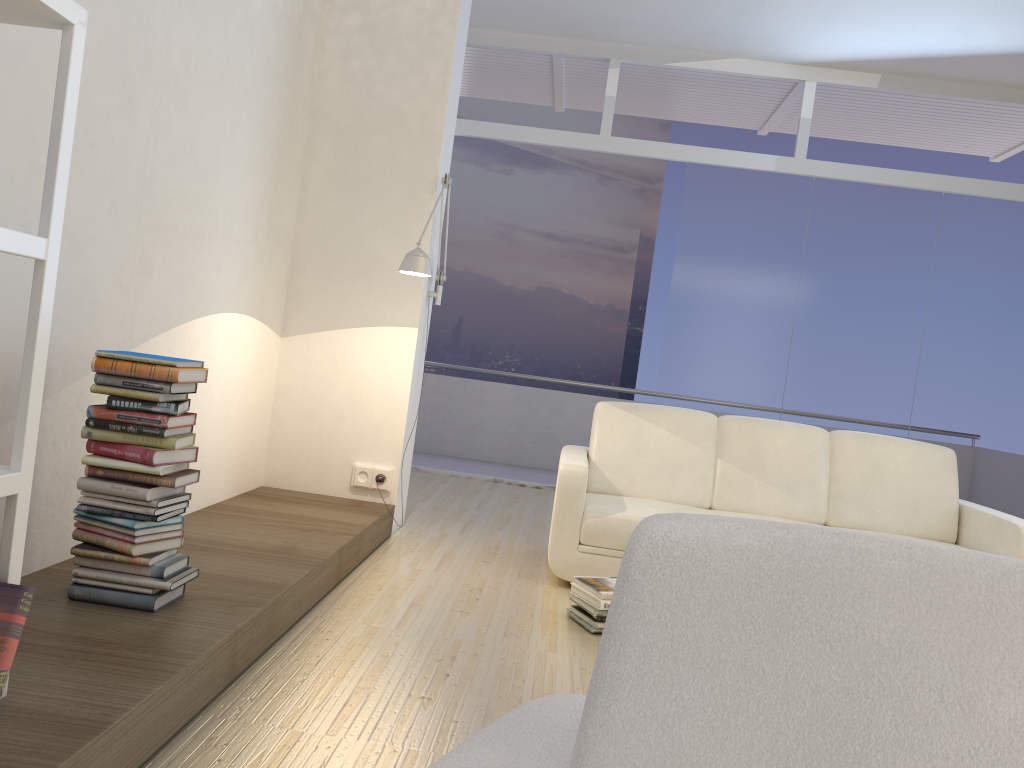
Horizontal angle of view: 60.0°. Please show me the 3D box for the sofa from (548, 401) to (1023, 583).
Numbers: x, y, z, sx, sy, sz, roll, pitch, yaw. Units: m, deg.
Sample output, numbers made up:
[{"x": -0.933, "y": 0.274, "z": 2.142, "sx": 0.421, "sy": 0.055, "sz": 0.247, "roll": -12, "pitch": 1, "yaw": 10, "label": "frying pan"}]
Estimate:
[{"x": 1.296, "y": 0.618, "z": 4.365, "sx": 2.166, "sy": 0.862, "sz": 0.941, "roll": 8, "pitch": 1, "yaw": 3, "label": "sofa"}]

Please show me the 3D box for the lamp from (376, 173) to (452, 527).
[{"x": -0.508, "y": -0.160, "z": 4.343, "sx": 0.204, "sy": 1.841, "sz": 0.891, "roll": 8, "pitch": 1, "yaw": -1, "label": "lamp"}]

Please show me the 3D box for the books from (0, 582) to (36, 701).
[{"x": -1.174, "y": 0.491, "z": 1.227, "sx": 0.274, "sy": 0.281, "sz": 1.125, "roll": 8, "pitch": 1, "yaw": 10, "label": "books"}]

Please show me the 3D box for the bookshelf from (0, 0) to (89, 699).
[{"x": -1.218, "y": -0.074, "z": 1.010, "sx": 0.465, "sy": 1.396, "sz": 1.599, "roll": 8, "pitch": 1, "yaw": 3, "label": "bookshelf"}]

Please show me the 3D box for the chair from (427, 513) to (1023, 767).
[{"x": 0.252, "y": 0.550, "z": 0.543, "sx": 0.919, "sy": 0.828, "sz": 0.941, "roll": 8, "pitch": 1, "yaw": 23, "label": "chair"}]

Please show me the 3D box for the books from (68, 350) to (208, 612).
[{"x": -1.058, "y": 0.265, "z": 2.547, "sx": 0.329, "sy": 0.694, "sz": 0.270, "roll": 8, "pitch": 1, "yaw": 3, "label": "books"}]

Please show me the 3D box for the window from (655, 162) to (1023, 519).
[{"x": 2.698, "y": -0.227, "z": 6.991, "sx": 2.988, "sy": 2.706, "sz": 0.012, "roll": 8, "pitch": 1, "yaw": 3, "label": "window"}]

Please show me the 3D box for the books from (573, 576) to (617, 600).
[{"x": 0.423, "y": 0.806, "z": 3.495, "sx": 0.287, "sy": 0.025, "sz": 0.247, "roll": 7, "pitch": 1, "yaw": -23, "label": "books"}]

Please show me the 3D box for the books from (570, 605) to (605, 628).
[{"x": 0.408, "y": 0.918, "z": 3.497, "sx": 0.287, "sy": 0.018, "sz": 0.247, "roll": 7, "pitch": 1, "yaw": -23, "label": "books"}]

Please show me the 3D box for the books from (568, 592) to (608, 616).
[{"x": 0.420, "y": 0.870, "z": 3.498, "sx": 0.328, "sy": 0.027, "sz": 0.247, "roll": 7, "pitch": 1, "yaw": -21, "label": "books"}]

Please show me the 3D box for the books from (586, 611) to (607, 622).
[{"x": 0.435, "y": 0.900, "z": 3.503, "sx": 0.287, "sy": 0.025, "sz": 0.247, "roll": 7, "pitch": 1, "yaw": -12, "label": "books"}]

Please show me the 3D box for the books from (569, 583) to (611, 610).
[{"x": 0.424, "y": 0.838, "z": 3.498, "sx": 0.319, "sy": 0.038, "sz": 0.247, "roll": 7, "pitch": 1, "yaw": -25, "label": "books"}]

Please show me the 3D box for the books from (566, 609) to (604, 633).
[{"x": 0.411, "y": 0.937, "z": 3.500, "sx": 0.328, "sy": 0.018, "sz": 0.247, "roll": 7, "pitch": 1, "yaw": -21, "label": "books"}]

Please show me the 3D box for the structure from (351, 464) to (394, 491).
[{"x": -0.724, "y": 0.485, "z": 4.588, "sx": 0.206, "sy": 0.114, "sz": 0.028, "roll": 8, "pitch": 1, "yaw": 3, "label": "structure"}]
